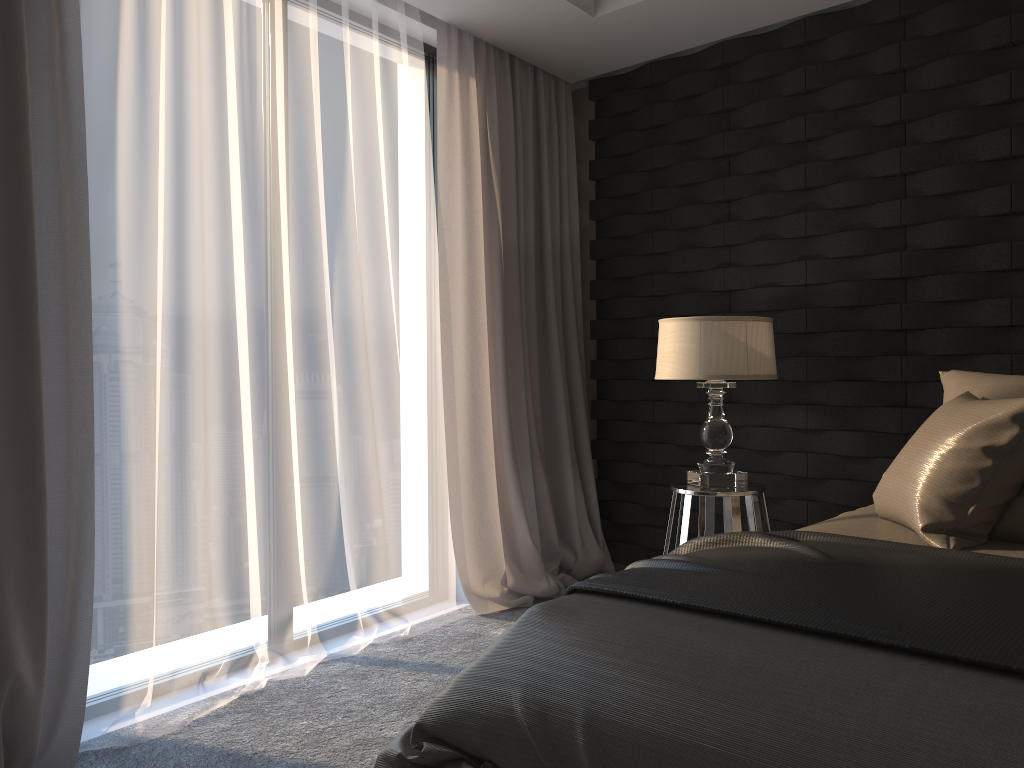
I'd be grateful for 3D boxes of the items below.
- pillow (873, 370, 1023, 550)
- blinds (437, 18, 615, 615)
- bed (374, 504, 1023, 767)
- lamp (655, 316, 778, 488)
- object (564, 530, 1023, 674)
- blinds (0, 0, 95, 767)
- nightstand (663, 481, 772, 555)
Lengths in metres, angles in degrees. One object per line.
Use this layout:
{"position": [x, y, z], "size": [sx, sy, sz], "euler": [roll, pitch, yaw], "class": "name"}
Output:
{"position": [1.521, 0.136, 2.222], "size": [0.950, 0.518, 1.188], "euler": [-1, 1, -44], "class": "pillow"}
{"position": [0.098, -0.337, 4.017], "size": [0.323, 2.640, 1.053], "euler": [0, 1, 36], "class": "blinds"}
{"position": [1.264, 0.699, 1.904], "size": [2.165, 0.624, 2.422], "euler": [1, 1, 44], "class": "bed"}
{"position": [0.778, 0.069, 3.356], "size": [0.479, 0.631, 0.453], "euler": [-1, 1, -14], "class": "lamp"}
{"position": [0.928, 0.529, 1.559], "size": [1.939, 0.322, 0.654], "euler": [1, 1, 43], "class": "object"}
{"position": [-1.394, -0.287, 1.904], "size": [0.339, 2.641, 1.106], "euler": [0, 1, 37], "class": "blinds"}
{"position": [0.790, 0.688, 3.350], "size": [0.579, 0.603, 0.522], "euler": [-1, 1, -34], "class": "nightstand"}
